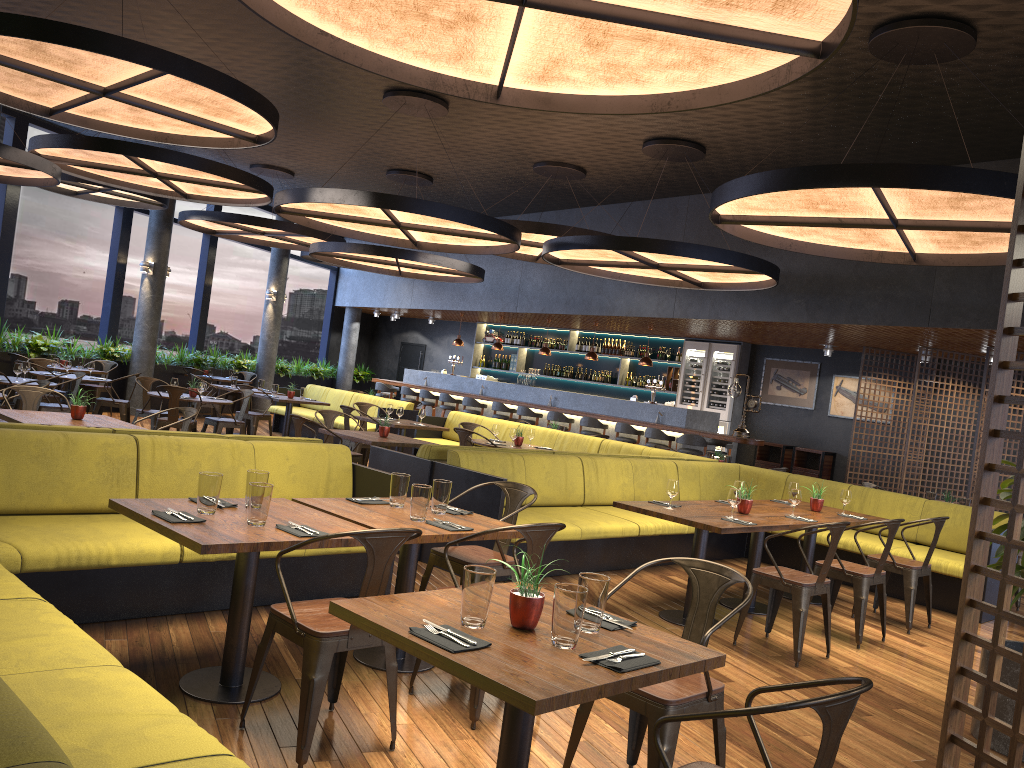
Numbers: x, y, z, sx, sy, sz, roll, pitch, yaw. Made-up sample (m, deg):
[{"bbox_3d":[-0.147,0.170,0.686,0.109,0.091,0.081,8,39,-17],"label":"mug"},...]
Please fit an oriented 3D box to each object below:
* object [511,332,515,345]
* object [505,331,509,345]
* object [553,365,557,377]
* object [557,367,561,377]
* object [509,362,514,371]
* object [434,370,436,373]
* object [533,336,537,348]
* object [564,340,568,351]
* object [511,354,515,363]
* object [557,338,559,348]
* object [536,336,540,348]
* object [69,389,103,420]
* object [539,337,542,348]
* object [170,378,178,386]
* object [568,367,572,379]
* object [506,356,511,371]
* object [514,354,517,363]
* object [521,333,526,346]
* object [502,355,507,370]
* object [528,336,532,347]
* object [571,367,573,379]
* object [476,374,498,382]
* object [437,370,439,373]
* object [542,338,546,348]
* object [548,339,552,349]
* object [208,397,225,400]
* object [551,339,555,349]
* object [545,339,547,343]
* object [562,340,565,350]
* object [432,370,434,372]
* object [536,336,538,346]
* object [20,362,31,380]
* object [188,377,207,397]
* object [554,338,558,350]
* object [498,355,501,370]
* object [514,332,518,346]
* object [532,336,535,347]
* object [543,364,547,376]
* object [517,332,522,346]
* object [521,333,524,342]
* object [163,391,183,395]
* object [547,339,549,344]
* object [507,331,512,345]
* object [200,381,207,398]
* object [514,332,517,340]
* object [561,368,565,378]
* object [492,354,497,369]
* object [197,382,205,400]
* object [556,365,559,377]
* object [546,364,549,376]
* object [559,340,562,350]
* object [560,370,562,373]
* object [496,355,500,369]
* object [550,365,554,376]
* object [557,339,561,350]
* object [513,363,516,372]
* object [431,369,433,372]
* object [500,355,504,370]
[{"bbox_3d":[0.028,-1.025,20.056,0.085,0.310,0.086,7,1,-34],"label":"object"},{"bbox_3d":[-0.105,-1.042,20.059,0.085,0.310,0.086,8,0,-12],"label":"object"},{"bbox_3d":[0.926,-0.282,19.062,0.063,0.254,0.063,8,1,-17],"label":"object"},{"bbox_3d":[1.008,-0.254,18.927,0.088,0.224,0.088,7,1,-31],"label":"object"},{"bbox_3d":[0.014,-0.381,19.904,0.098,0.192,0.080,8,1,45],"label":"object"},{"bbox_3d":[-1.704,-0.284,19.676,0.042,0.059,0.042,8,1,42],"label":"object"},{"bbox_3d":[0.506,-0.926,19.474,0.063,0.254,0.063,8,1,17],"label":"object"},{"bbox_3d":[1.165,-0.816,18.805,0.088,0.224,0.088,7,1,-31],"label":"object"},{"bbox_3d":[0.040,-0.572,19.904,0.098,0.192,0.080,8,1,45],"label":"object"},{"bbox_3d":[0.980,-0.859,19.159,0.063,0.254,0.063,7,1,-37],"label":"object"},{"bbox_3d":[0.580,-0.915,19.374,0.063,0.254,0.063,7,1,-27],"label":"object"},{"bbox_3d":[-3.347,0.141,6.874,0.260,0.271,0.238,8,0,-6],"label":"object"},{"bbox_3d":[0.632,-0.909,19.476,0.063,0.254,0.063,8,0,-7],"label":"object"},{"bbox_3d":[-4.176,0.030,10.955,0.097,0.206,0.097,8,0,-4],"label":"object"},{"bbox_3d":[1.228,-0.238,18.704,0.063,0.254,0.063,8,0,-3],"label":"object"},{"bbox_3d":[-0.064,-0.469,20.124,0.094,0.340,0.094,7,1,-23],"label":"object"},{"bbox_3d":[0.110,-0.562,19.832,0.098,0.192,0.080,8,1,45],"label":"object"},{"bbox_3d":[0.258,-0.972,19.700,0.083,0.301,0.083,7,1,-38],"label":"object"},{"bbox_3d":[-0.152,-0.480,20.067,0.094,0.340,0.094,8,0,-6],"label":"object"},{"bbox_3d":[0.405,-0.940,19.535,0.063,0.254,0.063,8,1,27],"label":"object"},{"bbox_3d":[1.269,-0.233,18.778,0.063,0.254,0.063,8,1,17],"label":"object"},{"bbox_3d":[-0.669,0.064,20.338,0.355,0.569,0.550,8,1,45],"label":"object"},{"bbox_3d":[-1.645,-0.277,19.757,0.042,0.059,0.042,8,1,42],"label":"object"},{"bbox_3d":[0.698,-0.879,19.233,0.068,0.217,0.068,8,1,35],"label":"object"},{"bbox_3d":[0.819,-0.866,19.152,0.088,0.224,0.088,8,1,39],"label":"object"},{"bbox_3d":[-3.743,0.181,11.185,0.157,0.019,0.255,8,1,43],"label":"object"},{"bbox_3d":[0.900,-0.855,19.221,0.088,0.224,0.088,8,1,39],"label":"object"},{"bbox_3d":[0.731,-0.876,19.369,0.068,0.217,0.068,7,1,-40],"label":"object"},{"bbox_3d":[1.112,-0.822,18.949,0.068,0.217,0.068,7,1,-40],"label":"object"},{"bbox_3d":[-1.743,-0.289,19.650,0.042,0.059,0.042,8,1,42],"label":"object"},{"bbox_3d":[0.555,-0.920,19.541,0.063,0.254,0.063,8,1,17],"label":"object"},{"bbox_3d":[-5.555,-0.149,10.124,0.097,0.206,0.097,8,1,35],"label":"object"},{"bbox_3d":[-3.930,0.027,10.989,0.260,0.271,0.238,8,0,-6],"label":"object"},{"bbox_3d":[0.951,-0.862,19.027,0.063,0.254,0.063,8,0,3],"label":"object"},{"bbox_3d":[-0.299,-0.502,20.324,0.094,0.340,0.094,7,1,-39],"label":"object"},{"bbox_3d":[0.104,-1.013,19.853,0.085,0.310,0.086,7,1,-26],"label":"object"},{"bbox_3d":[0.488,-0.929,19.603,0.063,0.254,0.063,8,1,22],"label":"object"},{"bbox_3d":[0.719,-0.311,19.189,0.063,0.254,0.063,8,1,17],"label":"object"},{"bbox_3d":[0.175,-1.002,19.779,0.085,0.310,0.086,8,0,-12],"label":"object"},{"bbox_3d":[0.241,-0.994,19.846,0.085,0.310,0.086,8,0,-4],"label":"object"},{"bbox_3d":[-4.241,0.115,11.122,0.255,0.019,0.157,8,1,23],"label":"object"},{"bbox_3d":[0.769,-0.870,19.293,0.068,0.217,0.068,7,1,-25],"label":"object"},{"bbox_3d":[-0.041,-1.033,19.992,0.085,0.310,0.086,8,1,-18],"label":"object"},{"bbox_3d":[-3.903,0.065,11.191,0.097,0.206,0.097,8,1,17],"label":"object"},{"bbox_3d":[0.095,-1.015,19.986,0.085,0.310,0.086,8,1,-18],"label":"object"},{"bbox_3d":[1.107,-0.242,18.987,0.088,0.224,0.088,8,1,19],"label":"object"},{"bbox_3d":[-0.386,-0.514,20.267,0.094,0.340,0.094,7,1,-23],"label":"object"},{"bbox_3d":[-3.780,0.085,10.771,0.097,0.206,0.097,7,1,-38],"label":"object"},{"bbox_3d":[0.986,-0.274,19.128,0.063,0.254,0.063,8,1,17],"label":"object"},{"bbox_3d":[0.780,-0.303,19.266,0.063,0.254,0.063,8,1,37],"label":"object"},{"bbox_3d":[1.042,-0.830,18.888,0.068,0.217,0.068,8,1,30],"label":"object"},{"bbox_3d":[1.022,-0.254,19.040,0.088,0.224,0.088,8,0,9],"label":"object"},{"bbox_3d":[-0.308,-0.503,20.208,0.094,0.340,0.094,7,1,-31],"label":"object"},{"bbox_3d":[0.867,-0.291,19.179,0.063,0.254,0.063,8,0,2],"label":"object"},{"bbox_3d":[1.022,-0.853,19.081,0.063,0.254,0.063,8,1,-17],"label":"object"},{"bbox_3d":[0.084,-0.371,19.833,0.098,0.192,0.080,8,1,45],"label":"object"},{"bbox_3d":[-1.776,-0.293,19.617,0.042,0.059,0.042,8,1,42],"label":"object"},{"bbox_3d":[-0.217,-0.491,20.262,0.094,0.340,0.094,7,1,-23],"label":"object"}]
